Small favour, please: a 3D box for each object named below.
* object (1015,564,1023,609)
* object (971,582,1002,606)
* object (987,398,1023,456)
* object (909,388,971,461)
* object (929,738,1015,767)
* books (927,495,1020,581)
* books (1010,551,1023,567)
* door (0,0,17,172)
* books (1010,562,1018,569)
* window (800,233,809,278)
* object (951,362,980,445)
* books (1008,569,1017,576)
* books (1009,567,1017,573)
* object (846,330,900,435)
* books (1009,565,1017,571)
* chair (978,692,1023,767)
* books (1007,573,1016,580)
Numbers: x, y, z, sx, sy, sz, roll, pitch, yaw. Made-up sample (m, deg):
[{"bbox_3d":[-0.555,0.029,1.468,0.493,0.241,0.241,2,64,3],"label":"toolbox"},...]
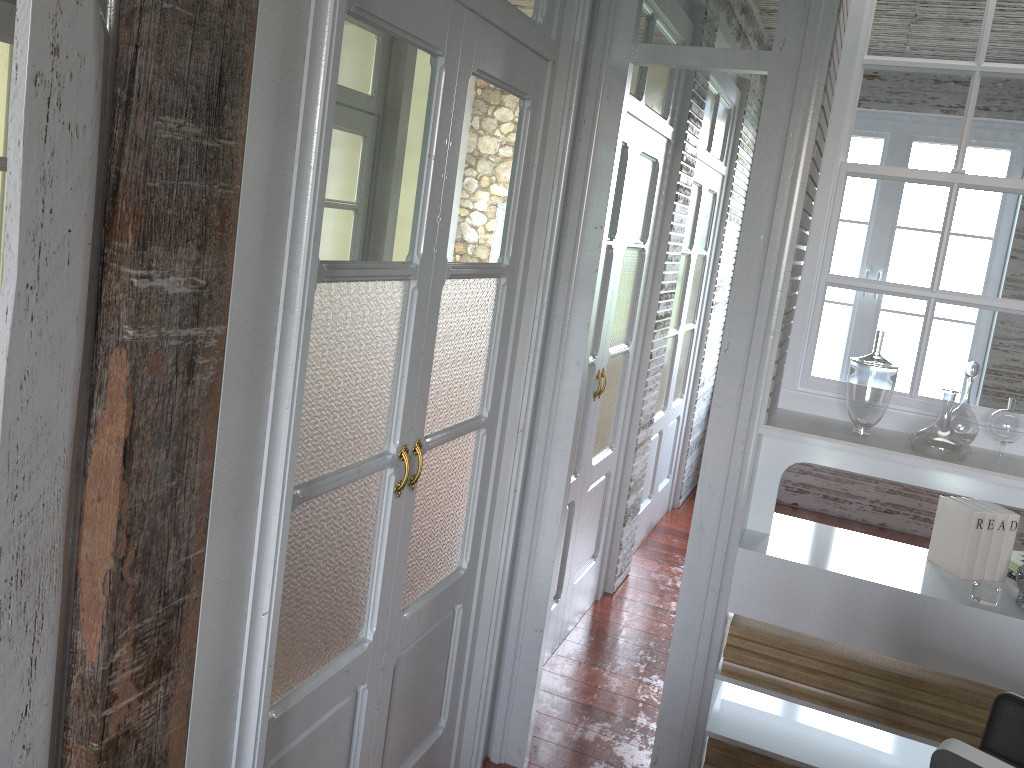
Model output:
[{"bbox_3d":[1.436,0.488,2.355,0.383,0.178,0.159,-1,13,-43],"label":"object"},{"bbox_3d":[1.213,0.539,2.267,0.066,0.040,0.066,4,10,-22],"label":"object"},{"bbox_3d":[1.343,0.131,2.410,0.094,0.186,0.095,7,8,-5],"label":"object"},{"bbox_3d":[1.129,0.112,2.317,0.148,0.199,0.149,8,9,3],"label":"object"},{"bbox_3d":[0.558,0.637,0.739,0.189,0.481,0.487,0,12,-44],"label":"object"},{"bbox_3d":[1.303,0.435,2.502,0.150,0.192,0.144,6,9,-14],"label":"books"},{"bbox_3d":[1.501,0.515,2.523,0.168,0.007,0.191,6,11,-8],"label":"books"},{"bbox_3d":[-1.671,-0.064,2.469,0.041,2.071,1.081,11,9,20],"label":"door"},{"bbox_3d":[1.501,0.522,2.523,0.168,0.007,0.191,5,11,-14],"label":"books"},{"bbox_3d":[2.392,-0.800,5.855,1.544,1.925,0.128,11,8,21],"label":"window"},{"bbox_3d":[1.227,0.073,2.403,0.088,0.269,0.088,10,8,15],"label":"object"},{"bbox_3d":[1.500,0.544,2.514,0.180,0.007,0.248,5,11,-14],"label":"books"},{"bbox_3d":[1.499,0.535,2.524,0.168,0.007,0.191,5,11,-14],"label":"books"},{"bbox_3d":[0.991,0.008,2.451,0.129,0.313,0.130,0,11,-44],"label":"object"},{"bbox_3d":[1.500,0.528,2.523,0.168,0.007,0.191,5,11,-14],"label":"books"},{"bbox_3d":[0.773,1.071,1.392,0.601,0.913,0.479,1,11,-39],"label":"chair"},{"bbox_3d":[1.498,0.553,2.515,0.180,0.011,0.248,5,11,-14],"label":"books"}]
